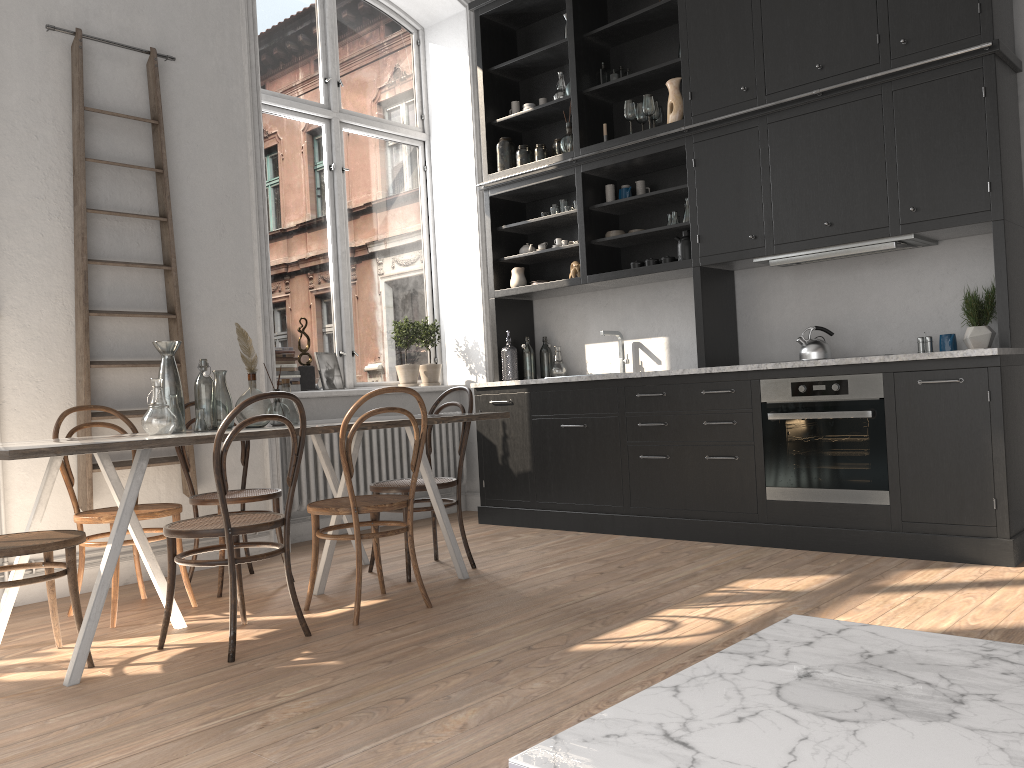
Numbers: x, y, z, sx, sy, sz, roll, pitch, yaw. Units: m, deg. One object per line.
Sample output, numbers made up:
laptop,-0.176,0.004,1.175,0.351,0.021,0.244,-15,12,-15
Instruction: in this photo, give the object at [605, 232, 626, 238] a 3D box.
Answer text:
object,-1.602,0.074,3.949,5.826,1.842,0.792,-3,0,-43

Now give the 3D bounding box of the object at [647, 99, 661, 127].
object,0.865,-1.615,5.401,0.083,0.221,0.083,-3,0,41

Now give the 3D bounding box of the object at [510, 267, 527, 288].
object,0.046,-0.723,6.112,0.115,0.144,0.127,-3,0,21

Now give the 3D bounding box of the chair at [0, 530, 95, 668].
chair,-1.773,0.537,3.059,0.549,0.920,0.438,-3,0,-40

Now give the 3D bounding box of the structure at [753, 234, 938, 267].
structure,1.749,-0.714,4.696,0.844,0.123,0.379,-4,-1,42

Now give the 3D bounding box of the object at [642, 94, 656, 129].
object,0.821,-1.614,5.305,0.083,0.221,0.083,-3,0,-1

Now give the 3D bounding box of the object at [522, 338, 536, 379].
object,0.117,-0.175,6.244,0.086,0.301,0.086,-3,0,-34

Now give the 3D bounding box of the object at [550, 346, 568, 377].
object,0.320,-0.148,6.120,0.120,0.219,0.132,-3,0,42

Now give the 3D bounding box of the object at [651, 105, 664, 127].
object,0.910,-1.616,5.529,0.083,0.221,0.083,-3,0,-16

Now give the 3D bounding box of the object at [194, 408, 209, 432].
object,-1.265,0.147,3.602,0.058,0.094,0.058,-3,0,-20

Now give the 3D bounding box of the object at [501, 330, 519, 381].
object,-0.018,-0.195,6.075,0.109,0.349,0.109,-3,0,23

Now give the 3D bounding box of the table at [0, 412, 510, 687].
table,-1.133,0.579,3.798,1.100,0.780,2.200,-4,-1,42

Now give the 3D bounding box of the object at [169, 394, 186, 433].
object,-1.377,0.122,3.620,0.083,0.158,0.083,-3,0,38

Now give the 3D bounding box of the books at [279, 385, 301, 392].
books,-1.497,0.033,5.608,0.192,0.043,0.248,-4,-1,42

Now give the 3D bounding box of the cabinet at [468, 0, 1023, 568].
cabinet,1.071,-0.929,5.126,3.251,3.583,0.635,-3,0,42

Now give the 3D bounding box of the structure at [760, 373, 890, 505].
structure,1.716,0.266,4.588,0.622,0.623,0.618,-3,0,42

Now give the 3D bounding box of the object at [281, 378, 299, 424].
object,-1.039,0.081,4.095,0.101,0.212,0.101,-3,0,-9

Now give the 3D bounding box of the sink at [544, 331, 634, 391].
sink,0.569,-0.089,5.659,0.526,0.504,0.514,-3,0,42

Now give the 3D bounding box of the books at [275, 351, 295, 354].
books,-1.508,-0.196,5.628,0.155,0.020,0.205,-4,-1,42

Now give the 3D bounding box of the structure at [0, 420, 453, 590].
structure,-2.189,-1.203,4.593,0.340,4.474,5.181,-3,0,42

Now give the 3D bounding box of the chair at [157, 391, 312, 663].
chair,-1.025,0.499,3.277,0.549,0.920,0.438,-3,0,38

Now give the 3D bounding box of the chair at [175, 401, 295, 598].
chair,-1.391,0.531,4.390,0.437,0.920,0.549,-3,0,-41

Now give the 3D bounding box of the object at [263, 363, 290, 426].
object,-1.053,0.045,3.970,0.107,0.283,0.106,-3,0,37

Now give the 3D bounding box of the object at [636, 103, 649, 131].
object,0.803,-1.611,5.456,0.083,0.221,0.083,-3,0,34

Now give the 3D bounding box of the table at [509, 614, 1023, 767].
table,0.604,0.648,1.178,0.849,0.392,0.849,-4,-1,42

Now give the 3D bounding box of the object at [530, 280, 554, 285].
object,0.212,-0.678,6.058,0.180,0.037,0.180,-3,-1,27

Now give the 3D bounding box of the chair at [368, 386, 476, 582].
chair,-0.451,0.480,4.489,0.549,0.920,0.438,-3,0,-35

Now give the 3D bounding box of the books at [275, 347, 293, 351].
books,-1.519,-0.217,5.630,0.159,0.024,0.201,-3,-1,32

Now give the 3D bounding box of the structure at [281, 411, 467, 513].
structure,-0.913,0.499,6.006,0.194,0.552,1.577,-3,-1,42

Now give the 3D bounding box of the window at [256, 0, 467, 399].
window,0.517,-5.793,12.938,26.404,15.935,14.382,-4,-1,42

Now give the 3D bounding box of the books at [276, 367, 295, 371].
books,-1.501,-0.088,5.627,0.205,0.022,0.155,-3,-1,-34

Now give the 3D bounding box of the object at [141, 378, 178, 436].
object,-1.370,0.088,3.440,0.132,0.219,0.132,-3,0,31

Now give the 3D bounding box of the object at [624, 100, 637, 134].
object,0.722,-1.608,5.391,0.083,0.221,0.083,-3,0,-16

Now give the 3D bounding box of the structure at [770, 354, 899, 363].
structure,1.698,-0.128,4.595,0.592,0.011,0.427,-4,-1,42

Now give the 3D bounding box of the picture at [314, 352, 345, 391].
picture,-1.256,-0.080,5.968,0.149,0.264,0.221,-3,0,26

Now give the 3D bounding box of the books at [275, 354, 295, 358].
books,-1.516,-0.174,5.618,0.231,0.023,0.162,-3,-1,-32

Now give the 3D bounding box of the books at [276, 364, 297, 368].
books,-1.504,-0.111,5.634,0.158,0.024,0.222,-4,-1,42

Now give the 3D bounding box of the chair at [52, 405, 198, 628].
chair,-1.717,0.543,3.912,0.549,0.920,0.438,-3,0,40

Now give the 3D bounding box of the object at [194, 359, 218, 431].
object,-1.288,0.045,3.725,0.086,0.301,0.086,-3,0,28

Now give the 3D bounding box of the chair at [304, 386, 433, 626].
chair,-0.607,0.480,3.686,0.438,0.920,0.549,-3,0,-37

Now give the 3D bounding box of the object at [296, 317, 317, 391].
object,-1.357,-0.195,5.801,0.122,0.488,0.102,-3,0,-23

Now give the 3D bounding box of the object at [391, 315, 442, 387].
object,-0.701,-0.241,6.533,0.234,0.524,0.500,-3,0,31

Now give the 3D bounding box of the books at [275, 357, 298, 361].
books,-1.509,-0.153,5.624,0.174,0.019,0.243,-4,-1,42

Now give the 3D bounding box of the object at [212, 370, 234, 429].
object,-1.265,0.069,3.857,0.100,0.255,0.098,-3,0,19

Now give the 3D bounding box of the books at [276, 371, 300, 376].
books,-1.507,-0.063,5.627,0.193,0.028,0.245,-4,-1,37

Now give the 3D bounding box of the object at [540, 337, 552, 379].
object,0.238,-0.181,6.220,0.086,0.301,0.086,-3,0,-2

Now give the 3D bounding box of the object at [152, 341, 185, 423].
object,-1.439,0.013,3.727,0.116,0.383,0.116,-3,0,-37

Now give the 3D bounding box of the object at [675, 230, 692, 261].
object,1.041,-0.810,5.235,0.124,0.192,0.129,-3,0,-20

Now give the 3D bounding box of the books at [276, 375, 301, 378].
books,-1.504,-0.042,5.627,0.255,0.014,0.193,-3,-1,-45

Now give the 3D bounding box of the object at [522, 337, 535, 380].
object,0.111,-0.175,6.120,0.086,0.301,0.086,-3,0,28

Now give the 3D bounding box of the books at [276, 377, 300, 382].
books,-1.498,-0.023,5.609,0.175,0.023,0.249,-4,-1,43

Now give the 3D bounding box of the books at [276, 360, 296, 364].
books,-1.504,-0.133,5.627,0.155,0.022,0.205,-4,-1,37

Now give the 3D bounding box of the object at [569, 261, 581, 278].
object,0.414,-0.736,5.756,0.069,0.123,0.173,-3,0,-16

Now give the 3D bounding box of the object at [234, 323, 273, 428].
object,-1.112,-0.035,3.793,0.156,0.446,0.157,-3,0,-30

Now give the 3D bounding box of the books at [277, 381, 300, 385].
books,-1.497,0.000,5.609,0.175,0.023,0.249,-4,-1,38
